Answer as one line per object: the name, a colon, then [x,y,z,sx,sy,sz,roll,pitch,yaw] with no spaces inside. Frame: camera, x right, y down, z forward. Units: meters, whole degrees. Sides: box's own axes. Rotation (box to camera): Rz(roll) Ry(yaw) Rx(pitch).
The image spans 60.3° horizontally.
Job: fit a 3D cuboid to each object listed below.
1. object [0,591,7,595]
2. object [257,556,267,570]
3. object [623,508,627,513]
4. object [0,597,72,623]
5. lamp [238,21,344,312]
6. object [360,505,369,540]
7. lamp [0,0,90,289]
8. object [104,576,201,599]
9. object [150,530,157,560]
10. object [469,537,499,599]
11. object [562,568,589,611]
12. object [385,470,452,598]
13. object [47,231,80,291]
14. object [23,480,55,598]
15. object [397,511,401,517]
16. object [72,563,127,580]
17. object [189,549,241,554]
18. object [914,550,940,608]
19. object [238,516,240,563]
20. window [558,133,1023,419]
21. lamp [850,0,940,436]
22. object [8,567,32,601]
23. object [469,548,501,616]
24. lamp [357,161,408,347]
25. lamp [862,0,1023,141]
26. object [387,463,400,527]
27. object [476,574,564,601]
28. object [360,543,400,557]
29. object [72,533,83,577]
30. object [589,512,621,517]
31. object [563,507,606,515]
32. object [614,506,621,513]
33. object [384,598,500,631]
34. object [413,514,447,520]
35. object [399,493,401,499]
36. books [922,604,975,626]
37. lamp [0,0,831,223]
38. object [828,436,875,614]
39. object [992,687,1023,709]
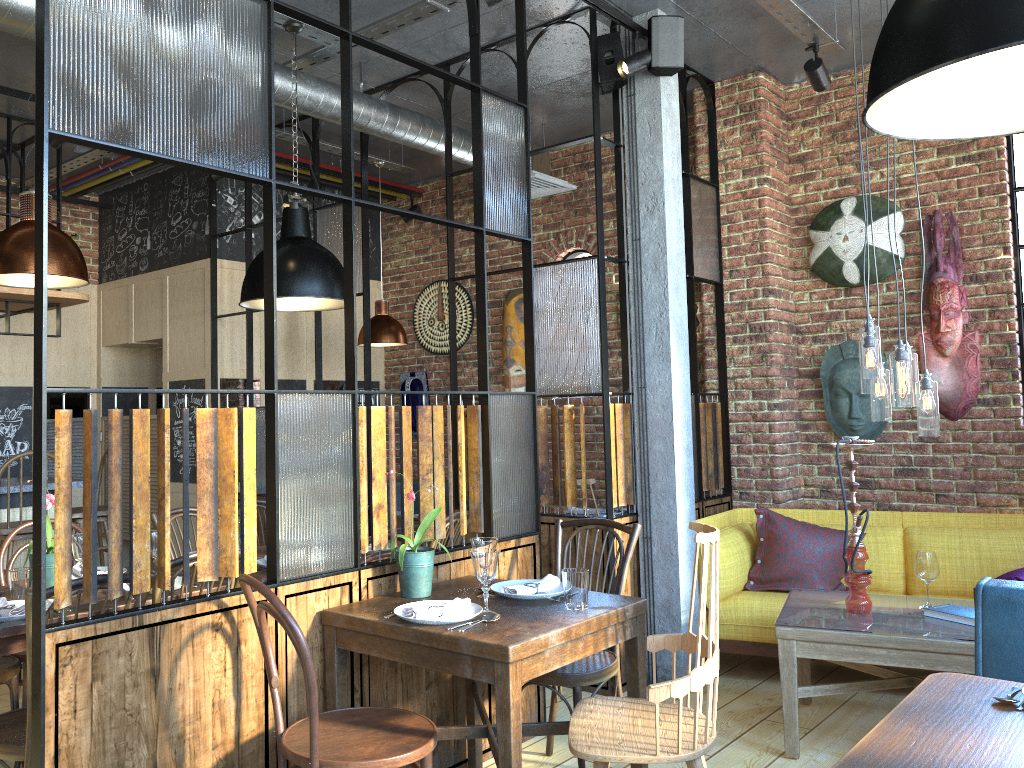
object: [-1.976,0.738,3.102,0.282,0.051,0.309,-3,-3,43]
object: [-0.922,0.732,3.682,0.282,0.051,0.309,-3,-3,43]
object: [0.783,0.745,5.257,0.340,0.051,0.257,-3,-3,43]
object: [-1.602,0.720,2.843,0.282,0.051,0.309,-3,-3,43]
lamp: [-1.013,-1.027,4.115,0.505,1.328,0.552,1,-4,-38]
object: [-0.722,0.673,4.167,0.095,0.192,0.102,0,-4,-26]
lamp: [-1.738,-1.035,3.219,0.376,1.337,0.360,-2,-4,12]
object: [-1.306,0.726,3.231,0.282,0.051,0.309,-3,-3,43]
object: [-1.365,0.662,3.382,0.094,0.192,0.102,0,-4,-31]
object: [-0.091,0.616,2.953,0.101,0.192,0.096,-2,-3,15]
object: [0.198,0.638,2.735,0.088,0.120,0.081,-3,-3,29]
object: [-0.320,0.507,3.016,0.203,0.427,0.142,-1,-4,-16]
object: [-2.966,-0.765,5.591,0.623,0.370,0.484,-2,-3,17]
object: [-1.676,0.545,3.186,0.143,0.427,0.206,-1,-3,-18]
object: [-0.943,0.954,6.516,0.322,0.051,0.272,-1,-2,-7]
object: [-1.674,0.743,3.469,0.282,0.051,0.309,-3,-3,43]
object: [-1.326,0.749,3.903,0.282,0.051,0.309,-3,-3,43]
object: [1.693,0.797,3.592,0.089,0.229,0.092,-1,-3,-13]
object: [-1.202,0.672,3.797,0.094,0.192,0.102,0,-4,-31]
window: [1.862,-0.642,2.230,3.467,2.433,8.448,-2,-2,3]
lamp: [1.456,-0.842,3.744,0.278,2.123,0.520,0,-4,-27]
object: [-1.669,0.691,3.001,0.085,0.120,0.084,-2,-3,1]
object: [-0.081,0.608,2.707,0.098,0.192,0.098,-1,-3,-4]
lamp: [-0.949,-0.946,6.382,0.384,1.337,0.352,-4,-4,32]
lamp: [0.873,-1.159,1.546,0.507,1.328,0.551,1,-4,-33]
object: [-0.854,0.742,5.927,0.151,0.427,0.196,-3,-3,17]
object: [0.047,0.685,2.991,0.340,0.051,0.257,-3,-3,43]
object: [-0.654,0.738,4.029,0.282,0.051,0.309,-3,-3,43]
object: [-1.622,0.666,3.328,0.098,0.192,0.098,-1,-3,-4]
object: [0.544,0.738,4.882,0.340,0.051,0.257,-3,-3,43]
object: [0.428,0.752,5.219,0.282,0.051,0.309,-3,-3,43]
object: [0.596,0.710,5.142,0.082,0.120,0.086,0,-3,-20]
object: [-0.210,0.680,2.652,0.340,0.051,0.257,-3,-3,43]
object: [-0.615,0.938,6.297,0.340,0.051,0.257,-3,-3,43]
object: [-0.753,0.869,6.259,0.101,0.192,0.095,-3,-3,19]
books: [1.750,0.888,3.373,0.155,0.028,0.283,0,-2,-28]
lamp: [-2.106,-1.531,3.978,6.554,0.274,6.887,-3,-3,39]
object: [1.369,0.565,3.537,0.176,0.705,0.249,-4,-4,30]
object: [1.255,0.686,1.926,0.340,0.051,0.257,-3,-3,43]
